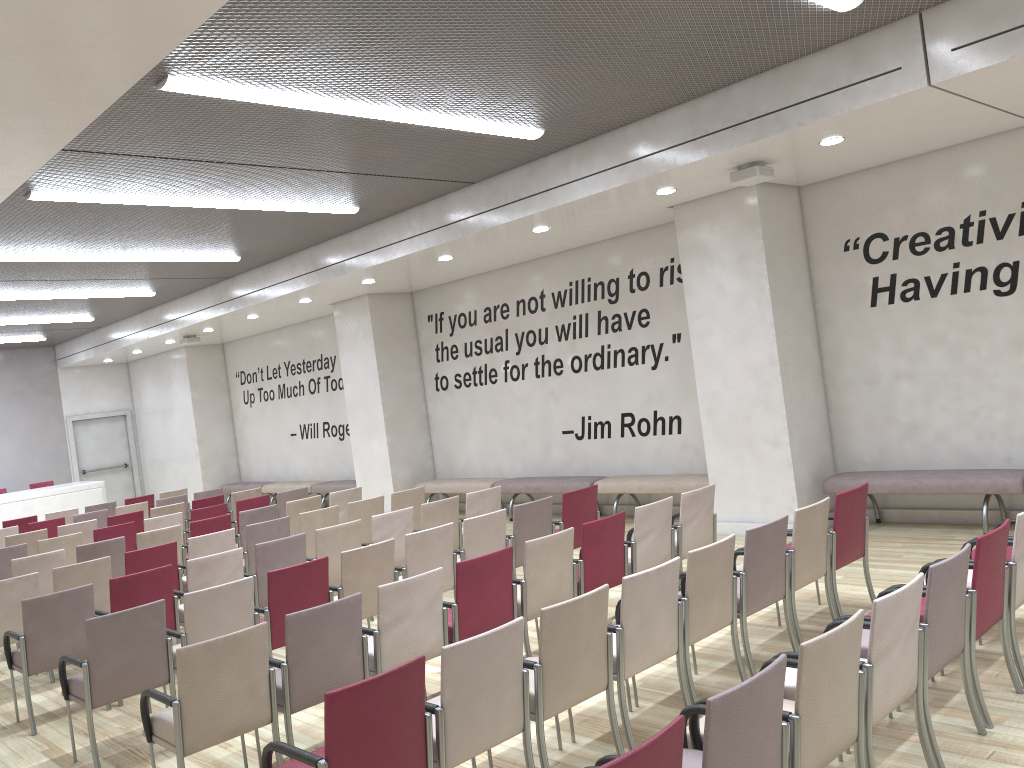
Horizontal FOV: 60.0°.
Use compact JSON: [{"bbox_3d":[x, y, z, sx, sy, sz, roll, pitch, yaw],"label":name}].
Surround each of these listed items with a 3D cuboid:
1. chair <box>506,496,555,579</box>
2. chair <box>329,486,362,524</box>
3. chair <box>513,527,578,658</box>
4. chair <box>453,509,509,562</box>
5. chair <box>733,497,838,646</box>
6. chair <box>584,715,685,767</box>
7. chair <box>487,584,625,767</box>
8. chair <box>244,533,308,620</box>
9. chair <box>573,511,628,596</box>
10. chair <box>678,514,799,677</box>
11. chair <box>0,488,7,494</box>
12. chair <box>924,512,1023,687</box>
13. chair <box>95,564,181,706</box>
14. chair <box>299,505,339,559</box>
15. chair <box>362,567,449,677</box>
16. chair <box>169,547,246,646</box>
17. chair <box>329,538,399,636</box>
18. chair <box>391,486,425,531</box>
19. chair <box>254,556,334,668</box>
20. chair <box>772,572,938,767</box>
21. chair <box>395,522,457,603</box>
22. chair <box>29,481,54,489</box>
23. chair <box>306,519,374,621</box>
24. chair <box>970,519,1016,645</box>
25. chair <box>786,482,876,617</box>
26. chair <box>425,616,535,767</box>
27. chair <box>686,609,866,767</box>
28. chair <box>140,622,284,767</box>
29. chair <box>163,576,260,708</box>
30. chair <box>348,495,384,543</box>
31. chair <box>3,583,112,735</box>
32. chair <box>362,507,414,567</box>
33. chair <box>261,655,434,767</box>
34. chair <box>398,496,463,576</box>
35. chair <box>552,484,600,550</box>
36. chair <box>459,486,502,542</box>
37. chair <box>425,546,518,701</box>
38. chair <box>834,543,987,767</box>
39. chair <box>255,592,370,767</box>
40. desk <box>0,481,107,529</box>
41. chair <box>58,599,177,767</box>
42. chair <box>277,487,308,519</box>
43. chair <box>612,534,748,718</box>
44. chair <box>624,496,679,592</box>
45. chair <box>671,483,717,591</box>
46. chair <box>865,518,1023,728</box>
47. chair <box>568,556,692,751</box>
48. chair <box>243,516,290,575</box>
[{"bbox_3d":[0.040,1.425,7.505,0.513,0.890,0.640,-8,0,-43],"label":"chair"},{"bbox_3d":[-2.081,1.698,10.552,0.513,0.890,0.640,-8,0,-44],"label":"chair"},{"bbox_3d":[0.103,1.420,5.851,0.513,0.890,0.640,-8,0,-43],"label":"chair"},{"bbox_3d":[-0.348,1.477,7.118,0.513,0.890,0.640,-8,0,-44],"label":"chair"},{"bbox_3d":[1.729,1.207,5.725,0.513,0.890,0.640,-8,0,-44],"label":"chair"},{"bbox_3d":[0.183,1.416,2.551,0.513,0.890,0.640,-8,0,-44],"label":"chair"},{"bbox_3d":[0.150,1.417,4.198,0.513,0.890,0.640,-8,0,-43],"label":"chair"},{"bbox_3d":[-1.973,1.690,7.249,0.513,0.890,0.640,-8,0,-44],"label":"chair"},{"bbox_3d":[0.488,1.369,6.230,0.513,0.890,0.640,-8,0,-44],"label":"chair"},{"bbox_3d":[1.340,1.259,5.333,0.513,0.890,0.640,-8,0,-43],"label":"chair"},{"bbox_3d":[-9.815,2.472,17.013,0.513,0.890,0.640,-8,0,-44],"label":"chair"},{"bbox_3d":[2.566,1.099,4.818,0.513,0.890,0.640,-8,0,-43],"label":"chair"},{"bbox_3d":[-2.771,1.796,6.503,0.513,0.890,0.640,-8,0,-44],"label":"chair"},{"bbox_3d":[-2.035,1.695,8.911,0.513,0.890,0.640,-8,0,-44],"label":"chair"},{"bbox_3d":[-0.695,1.526,5.104,0.513,0.890,0.640,-8,0,-43],"label":"chair"},{"bbox_3d":[-2.375,1.744,6.888,0.513,0.890,0.640,-8,0,-44],"label":"chair"},{"bbox_3d":[-1.138,1.582,6.360,0.513,0.890,0.640,-8,0,-44],"label":"chair"},{"bbox_3d":[-1.248,1.590,9.666,0.513,0.890,0.640,-8,0,-44],"label":"chair"},{"bbox_3d":[-1.527,1.634,5.977,0.513,0.890,0.640,-8,0,-43],"label":"chair"},{"bbox_3d":[1.382,1.257,3.689,0.513,0.890,0.640,-8,0,-43],"label":"chair"},{"bbox_3d":[-0.743,1.530,6.753,0.513,0.890,0.640,-8,0,-43],"label":"chair"},{"bbox_3d":[-9.198,2.390,17.604,0.513,0.890,0.640,-8,0,-44],"label":"chair"},{"bbox_3d":[-1.588,1.639,7.623,0.513,0.890,0.640,-8,0,-44],"label":"chair"},{"bbox_3d":[2.972,1.045,5.201,0.513,0.890,0.640,-8,0,-44],"label":"chair"},{"bbox_3d":[2.120,1.155,6.092,0.513,0.890,0.640,-8,0,-43],"label":"chair"},{"bbox_3d":[-0.252,1.471,3.818,0.513,0.890,0.640,-8,0,-43],"label":"chair"},{"bbox_3d":[0.987,1.309,3.311,0.513,0.890,0.640,-8,0,-43],"label":"chair"},{"bbox_3d":[-1.478,1.631,4.339,0.513,0.890,0.640,-8,0,-43],"label":"chair"},{"bbox_3d":[-1.920,1.686,5.605,0.513,0.890,0.640,-8,0,-43],"label":"chair"},{"bbox_3d":[-1.633,1.642,9.275,0.513,0.890,0.640,-8,0,-44],"label":"chair"},{"bbox_3d":[-3.164,1.849,6.124,0.513,0.890,0.640,-8,0,-43],"label":"chair"},{"bbox_3d":[-1.186,1.585,8.021,0.513,0.890,0.640,-8,0,-43],"label":"chair"},{"bbox_3d":[-0.635,1.522,3.447,0.513,0.890,0.640,-8,0,-44],"label":"chair"},{"bbox_3d":[-0.799,1.534,8.394,0.513,0.890,0.640,-8,0,-43],"label":"chair"},{"bbox_3d":[0.454,1.370,7.877,0.513,0.890,0.640,-8,0,-43],"label":"chair"},{"bbox_3d":[-0.407,1.482,8.763,0.513,0.890,0.640,-8,0,-43],"label":"chair"},{"bbox_3d":[-0.295,1.473,5.476,0.513,0.890,0.640,-8,0,-43],"label":"chair"},{"bbox_3d":[1.769,1.205,4.065,0.513,0.890,0.640,-8,0,-43],"label":"chair"},{"bbox_3d":[-1.091,1.579,4.719,0.513,0.890,0.640,-8,0,-43],"label":"chair"},{"bbox_3d":[-9.370,2.568,15.895,3.651,1.042,1.456,-8,0,-44],"label":"desk"},{"bbox_3d":[-2.328,1.741,5.233,0.513,0.890,0.640,-8,0,-44],"label":"chair"},{"bbox_3d":[-2.920,1.807,11.446,0.513,0.890,0.640,-8,0,-44],"label":"chair"},{"bbox_3d":[0.931,1.313,4.954,0.513,0.890,0.640,-8,0,-44],"label":"chair"},{"bbox_3d":[0.887,1.316,6.613,0.513,0.890,0.640,-8,0,-44],"label":"chair"},{"bbox_3d":[1.286,1.263,6.990,0.513,0.890,0.640,-8,0,-44],"label":"chair"},{"bbox_3d":[2.163,1.153,4.448,0.513,0.890,0.640,-8,0,-44],"label":"chair"},{"bbox_3d":[0.554,1.364,4.578,0.513,0.890,0.640,-8,0,-43],"label":"chair"},{"bbox_3d":[-2.422,1.747,8.524,0.513,0.890,0.640,-8,0,-43],"label":"chair"}]
